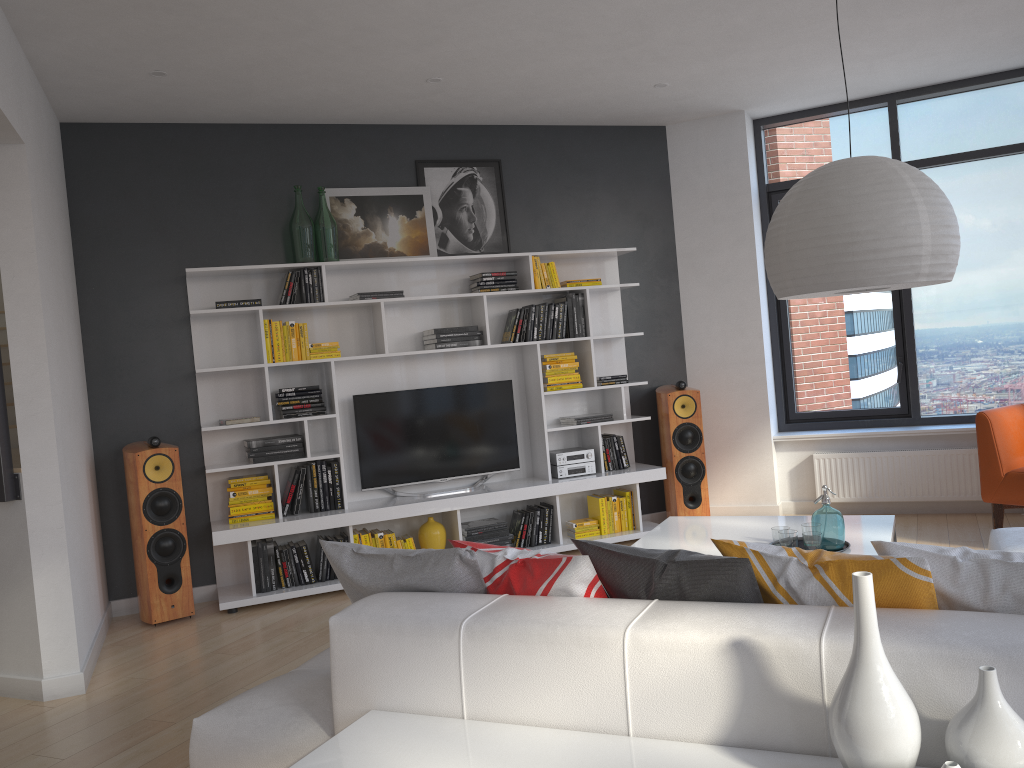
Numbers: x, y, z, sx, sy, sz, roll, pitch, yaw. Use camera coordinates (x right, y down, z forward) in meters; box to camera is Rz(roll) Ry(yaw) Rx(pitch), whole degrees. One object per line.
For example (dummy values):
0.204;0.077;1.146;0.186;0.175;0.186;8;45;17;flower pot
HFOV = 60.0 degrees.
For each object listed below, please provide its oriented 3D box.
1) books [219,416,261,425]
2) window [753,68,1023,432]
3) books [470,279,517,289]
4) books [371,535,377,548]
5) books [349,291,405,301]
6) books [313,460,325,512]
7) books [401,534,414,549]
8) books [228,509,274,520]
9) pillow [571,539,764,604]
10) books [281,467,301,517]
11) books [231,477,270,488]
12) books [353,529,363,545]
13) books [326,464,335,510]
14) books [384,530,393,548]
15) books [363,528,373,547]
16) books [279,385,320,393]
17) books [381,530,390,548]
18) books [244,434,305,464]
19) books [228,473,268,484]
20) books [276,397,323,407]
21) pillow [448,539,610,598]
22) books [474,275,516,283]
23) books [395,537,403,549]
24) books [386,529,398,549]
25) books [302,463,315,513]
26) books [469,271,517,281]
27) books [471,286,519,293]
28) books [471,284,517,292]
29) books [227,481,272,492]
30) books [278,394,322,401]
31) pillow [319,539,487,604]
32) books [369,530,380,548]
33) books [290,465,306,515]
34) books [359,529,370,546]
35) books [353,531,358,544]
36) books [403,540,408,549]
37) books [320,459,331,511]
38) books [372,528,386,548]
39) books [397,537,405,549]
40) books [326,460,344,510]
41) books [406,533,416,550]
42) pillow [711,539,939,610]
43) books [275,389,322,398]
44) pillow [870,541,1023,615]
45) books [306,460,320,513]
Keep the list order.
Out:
-1.682;0.227;5.478;0.209;0.030;0.266;-6;2;-26;books
2.861;-0.896;6.465;1.960;2.402;0.170;-4;2;25;window
-0.130;-0.684;6.085;0.284;0.030;0.214;-6;2;-16;books
-0.878;1.079;5.638;0.042;0.230;0.156;-6;2;-22;books
-0.886;-0.565;5.782;0.310;0.047;0.250;-6;2;-24;books
-1.236;0.639;5.656;0.026;0.326;0.237;-6;2;-20;books
-0.658;1.073;5.713;0.067;0.193;0.148;-6;2;-19;books
-1.622;0.799;5.519;0.269;0.025;0.213;-6;2;-17;books
1.161;0.547;2.044;2.120;0.436;0.608;-5;2;21;pillow
-1.406;0.676;5.602;0.142;0.284;0.232;-6;2;-20;books
-1.629;0.614;5.532;0.234;0.024;0.171;-6;2;-16;books
-0.963;1.064;5.620;0.048;0.271;0.213;-6;2;-20;books
-1.172;0.659;5.672;0.028;0.272;0.200;-6;2;-20;books
-0.788;1.064;5.686;0.043;0.235;0.171;-6;2;-22;books
-0.903;1.061;5.647;0.038;0.267;0.202;-6;2;-19;books
-1.343;0.032;5.605;0.246;0.026;0.180;-5;2;-12;books
-0.804;1.065;5.659;0.043;0.240;0.169;-6;2;-21;books
-1.499;0.406;5.578;0.343;0.137;0.277;-6;2;-20;books
-1.649;0.590;5.550;0.234;0.024;0.171;-6;2;-16;books
-1.342;0.111;5.609;0.284;0.030;0.214;-5;2;-11;books
0.866;0.596;2.176;2.250;0.449;0.575;-5;2;23;pillow
-0.121;-0.712;6.060;0.246;0.026;0.180;-6;2;-17;books
-0.721;1.082;5.695;0.056;0.188;0.138;-6;2;-20;books
-0.761;1.062;5.705;0.056;0.235;0.172;-6;2;-21;books
-1.292;0.659;5.627;0.028;0.301;0.213;-6;2;-20;books
-0.130;-0.738;6.069;0.266;0.030;0.209;-6;2;-26;books
-0.119;-0.633;6.064;0.284;0.030;0.214;-6;2;-16;books
-0.124;-0.658;6.066;0.264;0.020;0.189;-6;2;-21;books
-1.636;0.639;5.533;0.238;0.023;0.167;-5;2;-4;books
-1.346;0.086;5.612;0.264;0.020;0.189;-6;2;-16;books
0.916;0.552;2.517;2.953;0.453;0.647;-5;2;13;pillow
-0.860;1.064;5.649;0.041;0.252;0.180;-6;2;-20;books
-1.352;0.669;5.603;0.100;0.289;0.210;-6;2;-21;books
-0.931;1.067;5.638;0.066;0.258;0.198;-6;2;-20;books
-0.992;1.068;5.588;0.029;0.270;0.204;-6;2;-20;books
-0.675;1.088;5.691;0.049;0.169;0.113;-6;2;-21;books
-1.207;0.642;5.667;0.034;0.315;0.239;-6;2;-20;books
-0.840;1.062;5.667;0.055;0.252;0.185;-6;2;-21;books
-0.698;1.080;5.696;0.046;0.187;0.134;-6;2;-20;books
-1.136;0.644;5.687;0.051;0.297;0.230;-6;2;-20;books
-0.639;1.071;5.730;0.046;0.193;0.149;-6;2;-19;books
1.570;0.515;2.443;2.095;0.440;0.630;-6;2;-18;pillow
-1.350;0.060;5.631;0.284;0.030;0.214;-5;2;-11;books
1.853;0.468;2.585;2.156;0.456;0.580;-6;2;-39;pillow
-1.265;0.648;5.642;0.034;0.314;0.237;-6;2;-20;books
